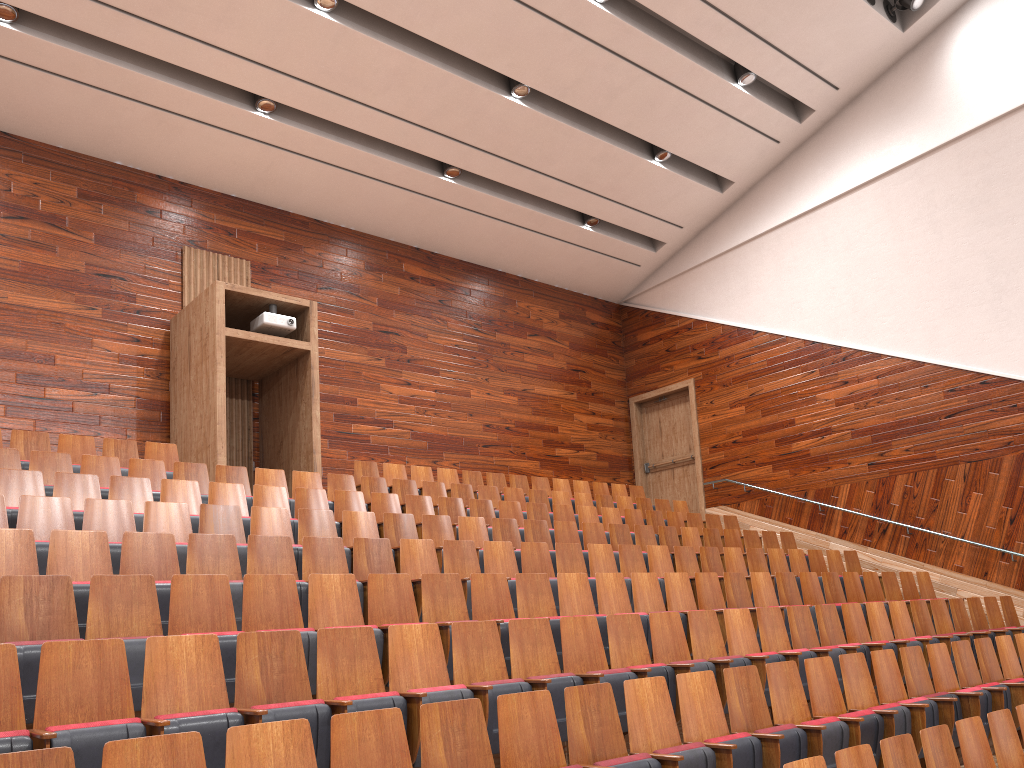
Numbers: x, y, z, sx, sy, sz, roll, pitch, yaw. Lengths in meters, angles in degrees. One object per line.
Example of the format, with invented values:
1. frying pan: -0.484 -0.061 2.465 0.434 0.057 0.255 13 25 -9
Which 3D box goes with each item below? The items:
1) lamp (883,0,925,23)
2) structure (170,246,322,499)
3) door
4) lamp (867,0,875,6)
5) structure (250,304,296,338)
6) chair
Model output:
1. lamp: 0.479 -0.465 1.068 0.031 0.031 0.046 7 -17 -39
2. structure: -0.307 -0.018 1.000 0.117 0.322 0.146 5 -13 -40
3. door: 0.264 0.125 1.464 0.024 0.234 0.142 4 -13 -40
4. lamp: 0.439 -0.472 1.035 0.031 0.030 0.045 7 -17 -39
5. structure: -0.264 -0.073 0.972 0.038 0.031 0.041 7 -17 -39
6. chair: 0.000 0.159 0.615 1.192 0.364 0.785 9 -19 -39
